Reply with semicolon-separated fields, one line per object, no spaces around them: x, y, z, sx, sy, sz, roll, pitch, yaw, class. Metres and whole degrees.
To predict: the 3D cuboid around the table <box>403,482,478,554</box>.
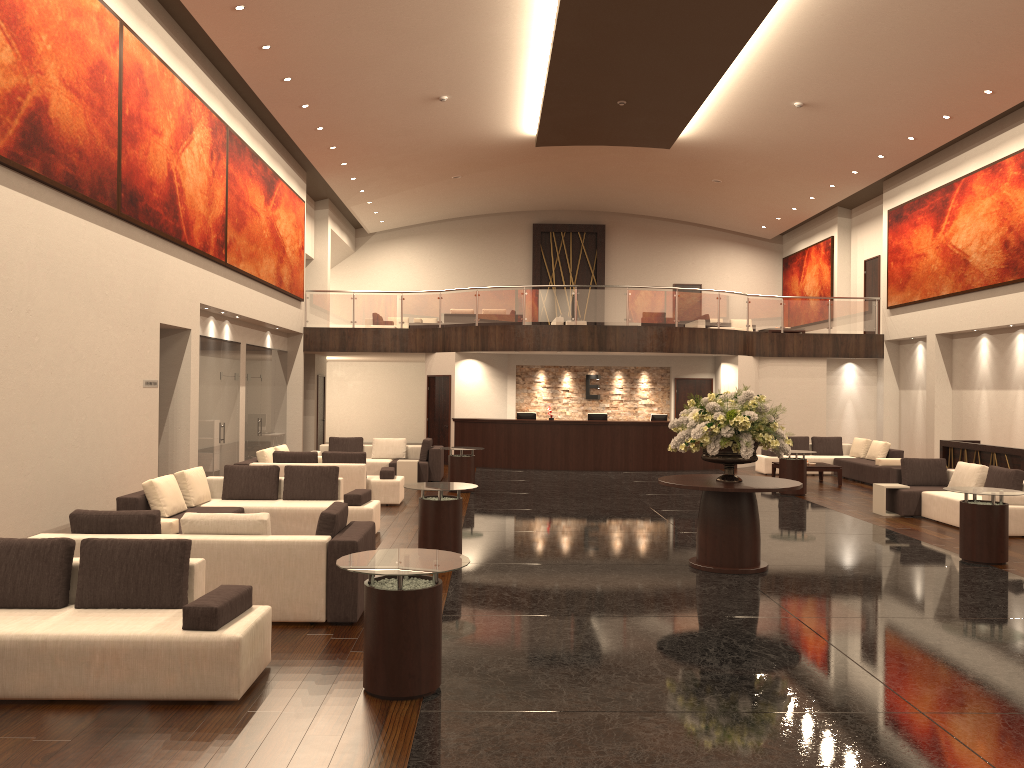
-0.797;1.532;9.876;0.833;0.795;0.844;1;-1;-40;table

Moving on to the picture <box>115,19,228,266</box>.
-5.083;-3.392;13.576;0.070;2.526;4.515;1;0;-1;picture

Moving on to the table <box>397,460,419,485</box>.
-2.054;1.741;17.510;0.400;0.460;0.400;1;0;-1;table

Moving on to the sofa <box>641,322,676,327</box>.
4.266;-1.740;27.950;1.291;0.862;2.846;1;0;-1;sofa

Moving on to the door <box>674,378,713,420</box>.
4.687;0.963;22.926;0.990;2.232;0.104;1;0;-1;door

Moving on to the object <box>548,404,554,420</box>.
0.929;0.668;21.165;0.163;0.390;0.165;1;0;7;object

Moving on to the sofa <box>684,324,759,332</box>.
7.349;-1.706;27.986;3.366;0.862;2.586;1;0;-1;sofa

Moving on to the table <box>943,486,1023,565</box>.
5.317;1.600;9.997;0.833;0.795;0.844;1;-1;-40;table

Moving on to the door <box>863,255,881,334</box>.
9.988;-2.385;24.582;0.104;2.232;0.990;1;0;-1;door

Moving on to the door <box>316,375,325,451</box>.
-5.391;0.870;24.941;0.104;2.232;0.990;1;0;-1;door

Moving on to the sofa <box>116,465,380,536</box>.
-2.980;1.478;10.190;2.586;0.862;3.366;1;0;-1;sofa

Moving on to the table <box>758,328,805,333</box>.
8.162;-1.464;26.910;1.100;0.380;1.100;1;0;-1;table

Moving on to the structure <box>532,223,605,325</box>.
1.960;-3.433;30.847;2.524;4.236;0.187;1;0;-1;structure

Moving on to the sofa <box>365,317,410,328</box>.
-2.989;-1.813;28.807;3.366;0.862;2.586;1;0;-1;sofa

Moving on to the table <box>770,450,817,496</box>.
5.190;1.642;16.388;0.833;0.795;0.844;0;-1;38;table

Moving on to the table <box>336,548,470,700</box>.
-0.683;1.503;5.555;0.833;0.795;0.844;1;-1;-40;table

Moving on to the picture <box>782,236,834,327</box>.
9.485;-3.129;28.616;0.070;2.526;4.515;1;0;-1;picture

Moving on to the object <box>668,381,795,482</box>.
2.312;0.493;9.545;1.402;1.097;1.453;0;-1;45;object

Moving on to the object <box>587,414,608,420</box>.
2.068;0.962;21.447;0.483;0.485;0.189;1;0;-1;object

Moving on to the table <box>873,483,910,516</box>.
5.907;1.803;13.821;0.400;0.460;0.400;1;0;-1;table

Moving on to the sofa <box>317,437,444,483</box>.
-2.848;1.535;18.154;2.846;0.862;1.291;1;0;-1;sofa

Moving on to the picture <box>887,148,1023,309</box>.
9.668;-3.191;19.381;0.070;2.526;6.485;1;0;-1;picture

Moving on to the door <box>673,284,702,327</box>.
6.133;-2.383;31.013;0.990;2.232;0.104;1;0;-1;door

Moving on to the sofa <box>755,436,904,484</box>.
7.049;1.652;19.507;2.586;0.862;3.366;1;0;-1;sofa

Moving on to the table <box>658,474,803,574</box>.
2.328;1.501;9.537;1.498;0.921;1.498;1;0;-10;table

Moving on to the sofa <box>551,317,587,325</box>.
1.940;-1.765;28.029;1.291;0.862;2.846;1;0;-1;sofa

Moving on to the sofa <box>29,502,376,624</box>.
-2.638;1.464;7.578;2.846;0.862;1.291;1;0;-1;sofa

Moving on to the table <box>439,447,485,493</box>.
-0.925;1.575;16.266;0.833;0.795;0.844;0;-1;38;table

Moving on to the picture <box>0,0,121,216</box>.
-4.993;-3.422;9.059;0.070;2.526;4.515;1;0;-1;picture

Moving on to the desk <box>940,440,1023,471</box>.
8.218;1.542;14.972;0.700;1.043;2.606;1;0;-1;desk

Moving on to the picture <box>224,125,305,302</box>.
-5.193;-3.355;19.087;0.070;2.526;6.485;1;0;-1;picture

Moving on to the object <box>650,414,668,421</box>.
3.594;0.980;21.656;0.483;0.485;0.189;1;0;-26;object

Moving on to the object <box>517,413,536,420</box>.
0.353;0.945;21.684;0.483;0.485;0.189;1;0;14;object

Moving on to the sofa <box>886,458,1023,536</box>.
6.582;1.603;13.051;1.291;0.862;2.846;1;0;-1;sofa

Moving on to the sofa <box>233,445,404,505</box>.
-3.104;1.514;15.538;2.586;0.862;3.366;1;0;-1;sofa

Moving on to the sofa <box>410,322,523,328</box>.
-1.357;-1.806;27.339;3.366;0.862;2.586;1;0;-1;sofa

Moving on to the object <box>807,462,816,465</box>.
6.170;1.670;18.615;0.437;0.040;0.154;0;-1;45;object

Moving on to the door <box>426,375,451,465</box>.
-1.839;0.890;22.311;0.104;2.232;0.990;1;-1;-41;door

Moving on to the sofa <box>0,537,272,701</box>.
-2.867;1.440;4.518;2.586;0.862;3.366;1;0;-1;sofa

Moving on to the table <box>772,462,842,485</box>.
6.184;1.879;18.661;1.100;0.380;1.100;1;0;-1;table

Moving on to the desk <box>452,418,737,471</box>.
2.080;1.457;21.626;7.146;1.171;1.674;1;0;0;desk
